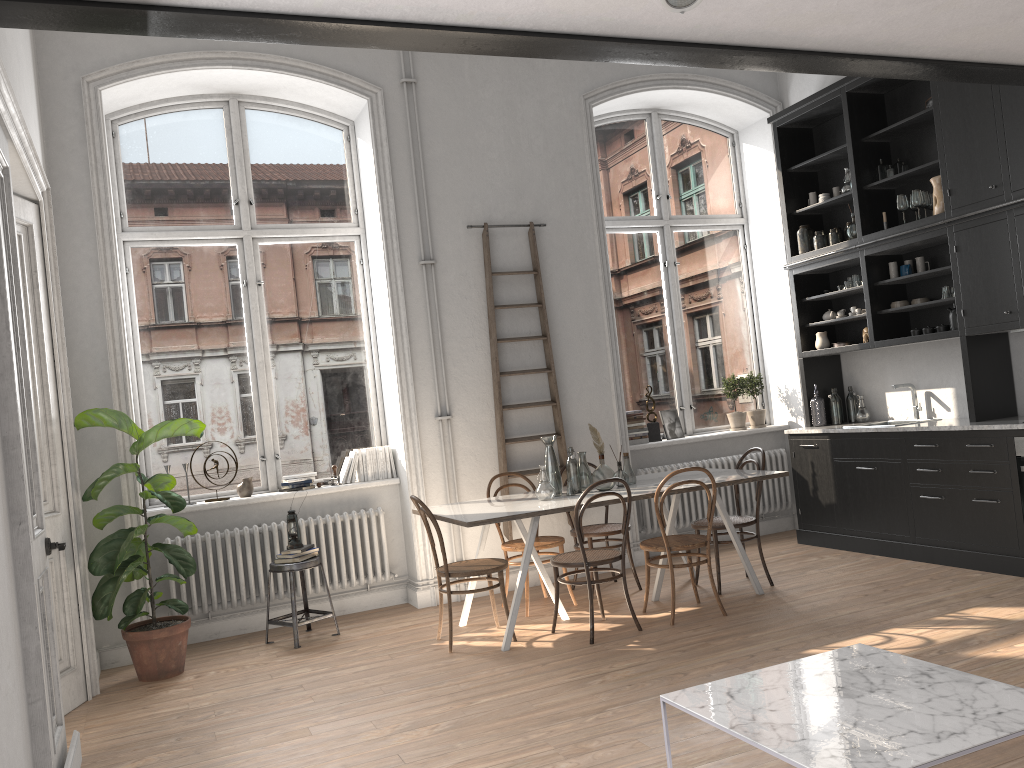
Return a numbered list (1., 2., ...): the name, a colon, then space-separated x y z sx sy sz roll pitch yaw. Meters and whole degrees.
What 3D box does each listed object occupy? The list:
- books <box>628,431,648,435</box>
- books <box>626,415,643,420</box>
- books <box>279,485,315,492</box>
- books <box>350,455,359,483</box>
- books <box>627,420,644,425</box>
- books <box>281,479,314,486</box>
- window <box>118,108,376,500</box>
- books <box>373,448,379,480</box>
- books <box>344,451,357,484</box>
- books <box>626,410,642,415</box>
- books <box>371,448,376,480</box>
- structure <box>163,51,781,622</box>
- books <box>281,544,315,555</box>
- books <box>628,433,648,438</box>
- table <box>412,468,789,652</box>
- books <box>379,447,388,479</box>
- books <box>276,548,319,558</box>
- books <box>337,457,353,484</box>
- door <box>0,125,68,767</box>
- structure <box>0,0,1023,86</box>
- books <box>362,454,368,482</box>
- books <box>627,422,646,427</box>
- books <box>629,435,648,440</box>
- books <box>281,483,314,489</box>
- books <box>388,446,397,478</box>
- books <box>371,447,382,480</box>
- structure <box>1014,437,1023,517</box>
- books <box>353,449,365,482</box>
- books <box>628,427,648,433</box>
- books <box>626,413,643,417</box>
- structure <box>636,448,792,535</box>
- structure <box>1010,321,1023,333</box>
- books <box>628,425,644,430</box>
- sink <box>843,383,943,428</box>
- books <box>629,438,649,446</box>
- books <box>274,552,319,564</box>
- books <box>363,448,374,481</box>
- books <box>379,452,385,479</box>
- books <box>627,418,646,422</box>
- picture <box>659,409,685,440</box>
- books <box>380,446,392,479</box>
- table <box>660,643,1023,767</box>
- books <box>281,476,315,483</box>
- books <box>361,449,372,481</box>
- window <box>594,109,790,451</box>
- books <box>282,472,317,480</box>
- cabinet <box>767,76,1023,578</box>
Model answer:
1. books: 1.008 0.421 7.576 0.255 0.014 0.193 -6 -2 -19
2. books: 0.986 0.290 7.572 0.231 0.023 0.162 -6 -1 -7
3. books: -1.572 0.766 6.493 0.221 0.023 0.147 -7 -2 26
4. books: -1.193 0.638 6.670 0.072 0.203 0.155 -6 -1 -23
5. books: 1.003 0.330 7.576 0.205 0.022 0.155 -5 -2 -28
6. books: -1.568 0.720 6.493 0.221 0.023 0.147 -6 -1 -7
7. window: -1.935 -0.658 6.622 1.622 2.842 0.013 -6 -1 -23
8. books: -1.057 0.606 6.750 0.024 0.243 0.175 -6 -1 -23
9. books: -1.217 0.624 6.659 0.100 0.235 0.174 -6 -1 -23
10. books: 0.985 0.247 7.585 0.201 0.024 0.159 -5 -2 -33
11. books: -1.075 0.607 6.737 0.019 0.243 0.174 -6 -1 -23
12. structure: -0.119 -0.667 6.927 5.180 4.473 0.340 -6 -1 -22
13. books: -1.432 1.107 5.934 0.147 0.027 0.221 -6 -2 10
14. books: 1.007 0.440 7.558 0.249 0.023 0.175 -6 -2 -22
15. table: 0.599 1.082 5.770 2.199 0.779 1.101 -6 -1 -23
16. books: -0.995 0.600 6.775 0.024 0.243 0.175 -6 -1 -23
17. books: -1.431 1.130 5.932 0.163 0.029 0.232 -7 -2 38
18. books: -1.253 0.647 6.648 0.105 0.194 0.155 -6 -1 -24
19. door: -1.949 0.270 3.465 0.216 2.814 1.097 -6 -1 -21
20. structure: 2.010 -1.864 1.346 5.925 1.213 4.160 -6 -2 -23
21. books: -1.125 0.631 6.698 0.020 0.205 0.155 -6 -1 -23
22. books: 1.006 0.352 7.582 0.222 0.024 0.158 -6 -2 -23
23. books: 1.009 0.463 7.557 0.249 0.023 0.175 -5 -2 -27
24. books: -1.568 0.742 6.493 0.205 0.022 0.155 -6 -1 -3
25. books: -0.935 0.593 6.777 0.040 0.244 0.174 -6 -1 -23
26. books: -1.029 0.602 6.738 0.019 0.243 0.174 -6 -1 -23
27. structure: 3.488 0.591 5.262 0.618 0.623 0.622 -6 -1 -23
28. books: -1.159 0.616 6.707 0.024 0.243 0.175 -6 -1 -23
29. books: 1.004 0.401 7.577 0.245 0.028 0.193 -5 -2 -28
30. books: 0.996 0.267 7.578 0.205 0.020 0.155 -6 -2 -23
31. structure: 1.734 0.918 7.671 1.577 0.552 0.194 -6 -1 -23
32. structure: 3.508 -0.393 5.338 0.379 0.123 0.844 -6 -2 -23
33. books: 1.008 0.375 7.575 0.205 0.022 0.155 -6 -1 -8
34. sink: 2.889 0.263 6.718 0.514 0.504 0.526 -6 -1 -23
35. books: 1.010 0.496 7.557 0.248 0.043 0.192 -6 -2 -23
36. books: -1.438 1.156 5.925 0.194 0.034 0.246 -7 -2 18
37. books: -1.086 0.608 6.714 0.019 0.243 0.174 -6 -1 -23
38. books: -1.007 0.619 6.747 0.020 0.205 0.155 -6 -1 -23
39. books: 0.996 0.310 7.575 0.243 0.019 0.174 -6 -2 -23
40. picture: 1.375 0.359 7.778 0.221 0.264 0.149 -5 -1 -39
41. books: -0.965 0.596 6.767 0.024 0.243 0.175 -6 -1 -23
42. table: 1.053 1.144 2.659 0.849 0.392 0.849 -6 -2 -23
43. books: -1.563 0.699 6.483 0.205 0.020 0.155 -5 -2 -33
44. books: -1.103 0.609 6.697 0.024 0.243 0.175 -6 -1 -23
45. window: 5.613 -5.668 13.274 14.380 15.933 26.410 -6 -1 -23
46. books: -1.556 0.673 6.510 0.243 0.019 0.174 -6 -2 -13
47. cabinet: 3.066 -0.585 6.015 0.634 3.582 3.252 -6 -1 -23
